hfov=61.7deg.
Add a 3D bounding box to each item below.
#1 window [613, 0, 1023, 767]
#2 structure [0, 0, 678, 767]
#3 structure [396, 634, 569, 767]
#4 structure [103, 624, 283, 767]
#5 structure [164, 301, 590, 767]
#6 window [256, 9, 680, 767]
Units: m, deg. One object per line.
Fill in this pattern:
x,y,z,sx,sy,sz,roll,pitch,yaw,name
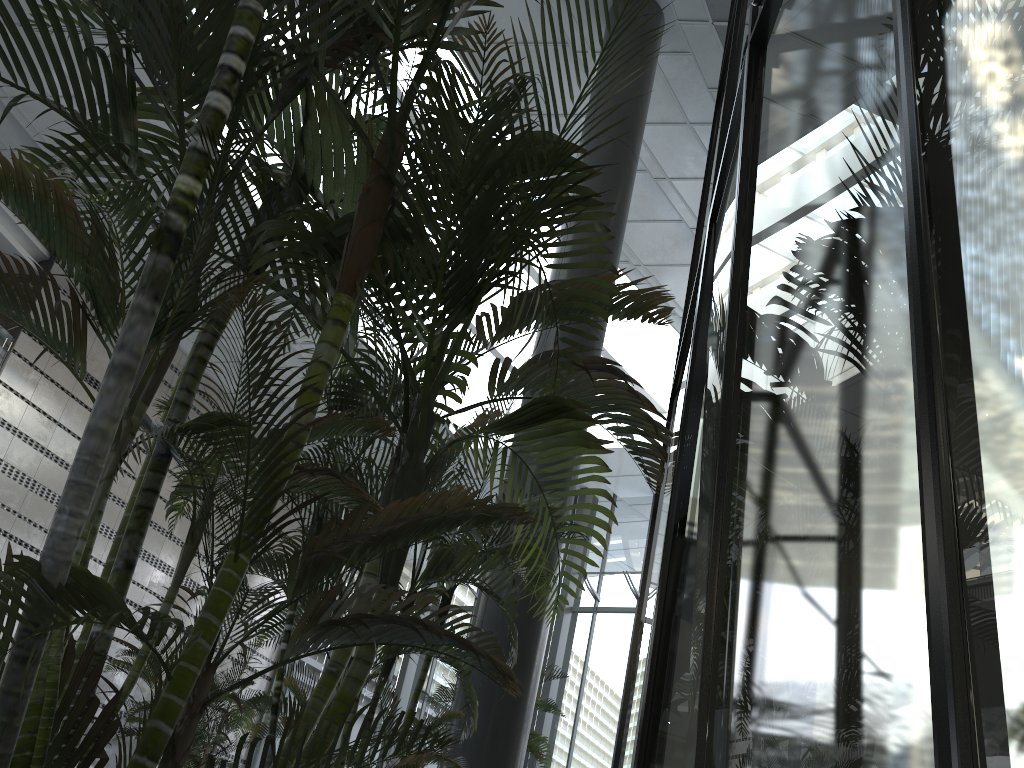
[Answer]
3.879,1.205,5.471,4.152,7.241,17.279,0,-32,26,window
-0.756,-0.038,2.131,2.411,4.204,2.829,9,-25,9,structure
-0.436,3.418,6.377,1.390,3.123,1.367,7,-24,12,structure
-4.827,5.527,11.903,2.496,4.205,2.730,-4,-29,31,structure
-0.659,1.469,3.654,1.624,3.366,2.292,7,-26,12,structure
-2.934,0.306,7.770,13.600,9.094,20.639,-11,-37,35,window
